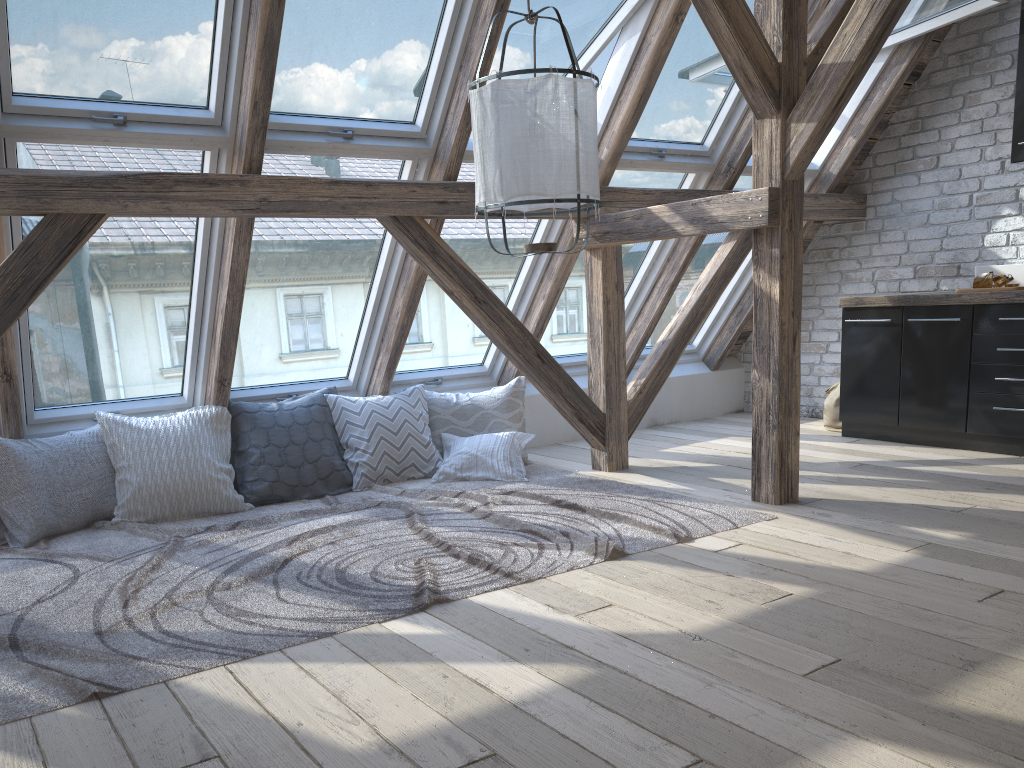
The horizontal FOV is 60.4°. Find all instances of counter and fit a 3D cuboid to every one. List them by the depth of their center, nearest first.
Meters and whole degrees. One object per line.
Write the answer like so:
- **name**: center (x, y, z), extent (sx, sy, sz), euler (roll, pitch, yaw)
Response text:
- **counter**: center (2.632, 0.051, 3.529), extent (2.220, 0.871, 3.772), euler (-7, 7, -34)

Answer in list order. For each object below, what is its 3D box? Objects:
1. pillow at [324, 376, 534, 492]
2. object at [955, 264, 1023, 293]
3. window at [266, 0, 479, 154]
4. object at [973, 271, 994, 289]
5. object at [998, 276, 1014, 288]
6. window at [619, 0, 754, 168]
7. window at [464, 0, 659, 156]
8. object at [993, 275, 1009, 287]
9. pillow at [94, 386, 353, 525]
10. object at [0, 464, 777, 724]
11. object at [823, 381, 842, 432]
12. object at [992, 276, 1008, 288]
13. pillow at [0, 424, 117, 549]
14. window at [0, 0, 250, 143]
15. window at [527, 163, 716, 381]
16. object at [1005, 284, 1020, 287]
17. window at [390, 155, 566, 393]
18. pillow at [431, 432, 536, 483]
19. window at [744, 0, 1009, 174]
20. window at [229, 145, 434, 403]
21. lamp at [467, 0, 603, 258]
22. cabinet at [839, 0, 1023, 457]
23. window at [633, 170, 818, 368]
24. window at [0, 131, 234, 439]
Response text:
- **pillow**: center (-0.454, 0.264, 4.984), extent (1.146, 0.546, 0.494), euler (-7, 10, -28)
- **object**: center (2.674, -0.577, 4.763), extent (0.379, 0.137, 0.582), euler (3, 9, 44)
- **window**: center (-0.478, -1.627, 3.284), extent (0.847, 1.306, 1.083), euler (-10, 12, -34)
- **object**: center (2.513, -0.554, 4.693), extent (0.090, 0.089, 0.085), euler (3, 11, 33)
- **object**: center (2.606, -0.537, 4.638), extent (0.073, 0.056, 0.081), euler (2, 9, 32)
- **window**: center (1.037, -1.805, 4.283), extent (0.847, 1.306, 1.083), euler (-10, 12, -34)
- **window**: center (0.252, -1.718, 3.824), extent (0.847, 1.305, 1.390), euler (-10, 11, -34)
- **object**: center (2.605, -0.549, 4.692), extent (0.074, 0.069, 0.077), euler (2, 10, 28)
- **pillow**: center (-1.386, 0.340, 4.416), extent (1.261, 0.576, 0.462), euler (-7, 10, -32)
- **object**: center (-0.814, 0.623, 3.691), extent (3.158, 0.058, 2.164), euler (-7, 7, -33)
- **object**: center (2.180, 0.097, 5.744), extent (0.337, 0.398, 0.385), euler (-4, 9, -8)
- **object**: center (2.577, -0.538, 4.643), extent (0.072, 0.059, 0.082), euler (2, 9, 31)
- **pillow**: center (-2.216, 0.470, 3.905), extent (1.119, 0.537, 0.431), euler (-9, 11, -41)
- **window**: center (-1.235, -1.538, 2.784), extent (0.847, 1.306, 1.083), euler (-10, 12, -34)
- **window**: center (0.536, -0.663, 5.349), extent (0.847, 1.306, 1.083), euler (-10, 12, -34)
- **object**: center (2.635, -0.519, 4.632), extent (0.068, 0.017, 0.076), euler (1, 7, 34)
- **window**: center (-0.222, -0.574, 4.850), extent (0.847, 1.306, 1.083), euler (-10, 12, -34)
- **pillow**: center (-0.154, 0.405, 4.829), extent (0.537, 0.247, 0.465), euler (-2, 7, 7)
- **window**: center (1.759, -1.897, 4.833), extent (0.847, 1.305, 1.503), euler (-10, 11, -34)
- **window**: center (-0.979, -0.485, 4.350), extent (0.847, 1.306, 1.083), euler (-10, 12, -34)
- **lamp**: center (0.045, -1.356, 2.593), extent (0.407, 1.940, 0.390), euler (-2, 12, 7)
- **cabinet**: center (2.761, -0.774, 3.223), extent (2.072, 2.564, 4.169), euler (-10, 10, -34)
- **window**: center (1.293, -0.752, 5.849), extent (0.847, 1.306, 1.083), euler (-10, 12, -34)
- **window**: center (-1.736, -0.396, 3.851), extent (0.847, 1.306, 1.083), euler (-10, 12, -34)
